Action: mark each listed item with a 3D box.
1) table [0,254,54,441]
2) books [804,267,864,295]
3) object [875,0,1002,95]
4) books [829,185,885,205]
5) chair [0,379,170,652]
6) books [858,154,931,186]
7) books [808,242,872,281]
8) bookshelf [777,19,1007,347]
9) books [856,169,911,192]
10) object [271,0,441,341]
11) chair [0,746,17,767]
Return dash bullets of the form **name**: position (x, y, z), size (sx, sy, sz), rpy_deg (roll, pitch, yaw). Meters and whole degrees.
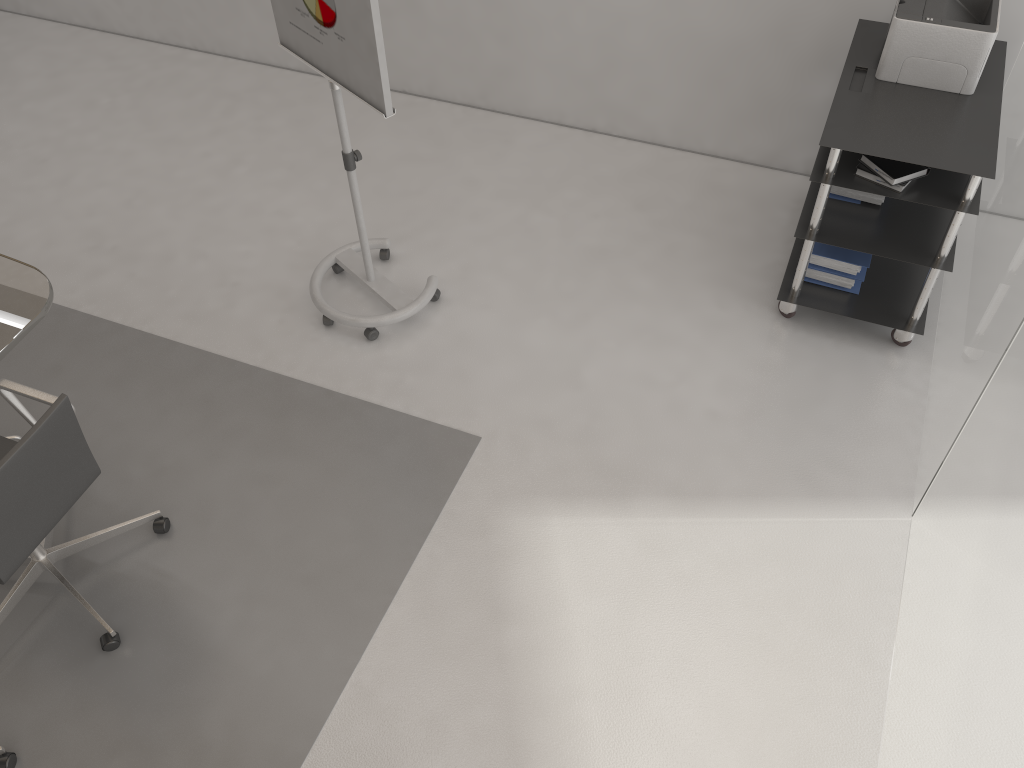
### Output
- **table**: position (-2.582, 0.768, 2.385), size (1.372, 0.721, 3.054), rpy_deg (16, 51, 16)
- **books**: position (1.345, -0.534, 3.699), size (0.263, 0.077, 0.320), rpy_deg (16, 51, 16)
- **object**: position (1.587, -1.297, 3.304), size (0.350, 0.235, 0.351), rpy_deg (16, 51, 16)
- **books**: position (1.405, -0.843, 3.551), size (0.263, 0.077, 0.320), rpy_deg (16, 51, 16)
- **chair**: position (-1.564, 0.370, 2.662), size (0.710, 0.805, 0.731), rpy_deg (3, 48, 4)
- **books**: position (1.352, -0.780, 3.135), size (0.164, 0.032, 0.183), rpy_deg (-19, 50, -15)
- **books**: position (1.345, -0.582, 3.644), size (0.263, 0.077, 0.320), rpy_deg (16, 51, 16)
- **bookshelf**: position (1.514, -0.801, 3.594), size (0.567, 0.855, 0.985), rpy_deg (16, 51, 16)
- **books**: position (1.343, -0.763, 3.164), size (0.170, 0.028, 0.146), rpy_deg (32, 57, 27)
- **object**: position (-0.606, -1.076, 3.071), size (0.553, 2.088, 0.560), rpy_deg (5, 48, 6)
- **chair**: position (-1.803, 0.963, 2.138), size (0.710, 0.805, 0.731), rpy_deg (3, 48, 4)
